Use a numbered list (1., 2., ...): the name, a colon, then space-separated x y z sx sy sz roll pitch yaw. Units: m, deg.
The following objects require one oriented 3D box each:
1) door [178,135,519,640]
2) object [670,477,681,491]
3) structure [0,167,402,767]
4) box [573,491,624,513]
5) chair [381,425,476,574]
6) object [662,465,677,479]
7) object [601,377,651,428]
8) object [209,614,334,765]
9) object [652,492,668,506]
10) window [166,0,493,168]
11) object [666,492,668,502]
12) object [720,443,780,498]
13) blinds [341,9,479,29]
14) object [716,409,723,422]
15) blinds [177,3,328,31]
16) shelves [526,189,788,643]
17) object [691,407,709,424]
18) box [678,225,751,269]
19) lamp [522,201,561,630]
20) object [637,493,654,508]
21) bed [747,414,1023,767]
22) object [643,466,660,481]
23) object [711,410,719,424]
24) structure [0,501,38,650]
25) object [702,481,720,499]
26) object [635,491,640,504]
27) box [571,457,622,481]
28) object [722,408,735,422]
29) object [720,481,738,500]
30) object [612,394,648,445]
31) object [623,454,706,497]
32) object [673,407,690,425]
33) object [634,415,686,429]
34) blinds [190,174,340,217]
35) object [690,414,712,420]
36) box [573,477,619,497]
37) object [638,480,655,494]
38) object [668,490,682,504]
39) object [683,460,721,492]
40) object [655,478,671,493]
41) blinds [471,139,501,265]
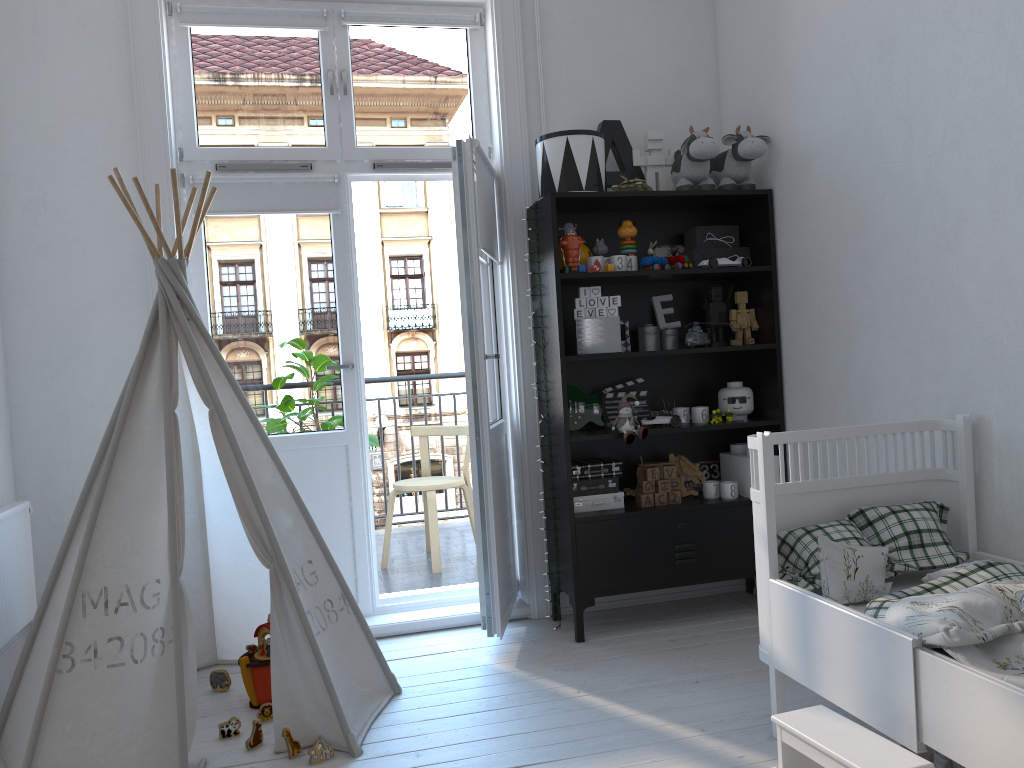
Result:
1. door: -0.578 0.038 3.379 1.263 1.839 0.636 -4 2 -12
2. object: 0.637 0.396 3.529 0.050 0.050 0.050 -4 2 -14
3. structure: -1.007 0.190 2.727 1.142 1.750 1.143 -5 2 -38
4. box: 0.315 0.460 3.514 0.215 0.062 0.179 -4 1 -14
5. chair: -0.430 0.591 4.737 0.436 0.716 0.498 -3 2 31
6. object: 0.624 0.348 3.512 0.050 0.050 0.050 -3 2 6
7. object: 0.465 0.077 3.625 0.200 0.199 0.048 -4 2 -14
8. object: -0.709 0.898 2.722 0.385 0.284 0.856 -4 1 -22
9. object: 0.579 0.450 3.488 0.050 0.050 0.050 -4 2 -9
10. window: -0.707 -1.211 3.583 1.262 0.660 0.101 -4 2 -14
11. object: 0.637 0.445 3.562 0.050 0.050 0.050 -4 2 -14
12. object: 0.971 0.348 3.631 0.132 0.199 0.267 -4 2 -14
13. blinds: -0.413 -1.494 3.631 0.565 0.060 0.032 -4 2 -14
14. object: 0.827 0.127 3.554 0.042 0.054 0.031 -4 2 -14
15. blinds: -1.013 -1.439 3.482 0.565 0.087 0.032 -4 2 -14
16. shelves: 0.594 0.100 3.557 0.911 1.678 0.353 -4 2 -14
17. object: 0.751 0.125 3.535 0.067 0.067 0.067 -4 2 0
18. box: 0.839 -0.553 3.655 0.251 0.189 0.179 -4 2 -14
19. lamp: 0.553 0.098 3.613 0.985 1.684 0.095 -4 2 -16
20. object: 0.522 0.454 3.474 0.050 0.050 0.050 -4 2 -14
21. bed: 1.148 0.527 1.902 0.670 0.833 1.404 -4 1 -14
22. object: 0.547 0.353 3.491 0.050 0.050 0.050 -4 2 -14
23. object: 0.799 0.130 3.492 0.031 0.054 0.042 -2 2 36
24. structure: -1.632 0.631 2.905 0.075 0.460 0.635 -4 2 -17
25. object: 0.801 0.426 3.563 0.067 0.067 0.067 -4 2 0
26. object: 0.524 0.453 3.530 0.050 0.050 0.050 -4 2 -14
27. box: 0.307 0.337 3.512 0.215 0.062 0.179 -4 1 -14
28. object: 0.863 0.125 3.532 0.042 0.054 0.031 -3 2 31
29. object: 0.862 0.423 3.522 0.067 0.067 0.067 -4 2 0
30. object: 0.445 0.131 3.347 0.110 0.186 0.129 -4 2 -27
31. object: 0.627 0.379 3.636 0.337 0.186 0.111 -4 2 1
32. object: 0.682 0.129 3.566 0.067 0.067 0.067 -4 2 0
33. object: 0.570 0.148 3.498 0.230 0.048 0.098 -3 1 11
34. blinds: -0.970 -0.747 3.504 0.565 0.158 0.032 -4 2 -14
35. object: 0.757 0.138 3.698 0.163 0.034 0.069 -4 1 -14
36. box: 0.293 0.400 3.508 0.215 0.062 0.179 -4 1 -14
37. object: 0.531 0.404 3.496 0.050 0.050 0.050 -4 2 -14
38. object: 0.644 0.446 3.504 0.050 0.050 0.050 -3 2 16
39. object: 0.755 0.396 3.760 0.347 0.120 0.034 -4 2 -14
40. object: 0.591 0.400 3.490 0.050 0.050 0.050 -4 2 -14
41. blinds: -0.090 -0.684 3.432 0.032 0.390 0.565 -3 1 6
